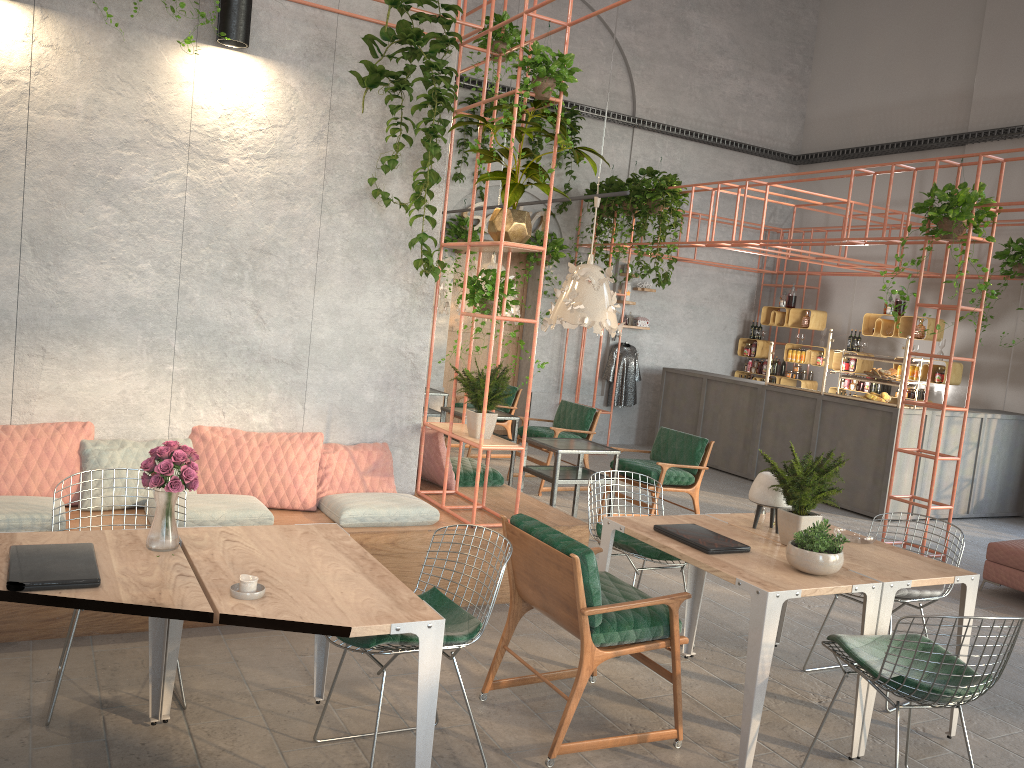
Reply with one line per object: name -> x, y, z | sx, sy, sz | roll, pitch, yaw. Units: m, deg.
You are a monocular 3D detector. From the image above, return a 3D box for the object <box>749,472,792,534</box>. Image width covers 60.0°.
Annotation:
object -> 1.387, 0.636, 4.748 | 0.241, 0.313, 0.241 | 7, 5, 16

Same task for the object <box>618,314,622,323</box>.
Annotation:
object -> 1.596, -0.952, 13.004 | 0.055, 0.164, 0.092 | 5, 5, -10

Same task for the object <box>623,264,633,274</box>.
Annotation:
object -> 1.699, -1.681, 12.928 | 0.133, 0.145, 0.133 | 8, 5, 23

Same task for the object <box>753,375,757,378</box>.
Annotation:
object -> 3.835, -0.019, 14.020 | 0.074, 0.243, 0.254 | 6, 5, 2

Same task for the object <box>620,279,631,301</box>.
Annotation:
object -> 1.669, -1.381, 12.964 | 0.136, 0.336, 0.145 | 5, 5, -15

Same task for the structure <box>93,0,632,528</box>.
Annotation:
structure -> -1.607, -1.095, 4.910 | 4.501, 4.345, 14.096 | 3, 6, -30

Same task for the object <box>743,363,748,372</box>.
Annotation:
object -> 3.693, -0.258, 13.989 | 0.073, 0.131, 0.073 | 6, 5, -4

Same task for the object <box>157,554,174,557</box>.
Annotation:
object -> -1.107, 0.582, 2.639 | 0.248, 0.247, 0.254 | 3, 6, -29

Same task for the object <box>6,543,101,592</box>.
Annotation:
object -> -1.549, 0.613, 2.995 | 0.268, 0.031, 0.427 | 3, 6, -29

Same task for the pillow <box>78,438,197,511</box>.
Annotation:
pillow -> -2.189, 0.527, 5.221 | 0.666, 0.385, 0.289 | 3, 6, -33

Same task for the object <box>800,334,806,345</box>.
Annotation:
object -> 4.266, -0.657, 13.026 | 0.083, 0.159, 0.083 | 4, 5, -19

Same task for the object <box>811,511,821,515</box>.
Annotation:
object -> 1.589, 0.745, 4.719 | 0.095, 0.119, 0.095 | 6, 5, -5

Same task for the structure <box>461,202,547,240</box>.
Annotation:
structure -> -0.096, -2.256, 11.996 | 1.312, 0.505, 0.063 | 3, 6, -29

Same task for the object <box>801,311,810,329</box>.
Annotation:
object -> 4.346, -0.947, 13.077 | 0.137, 0.261, 0.137 | 7, 5, 7

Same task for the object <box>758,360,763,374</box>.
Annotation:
object -> 3.851, -0.261, 13.700 | 0.073, 0.219, 0.105 | 4, 5, -22

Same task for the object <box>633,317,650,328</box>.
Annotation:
object -> 1.921, -0.919, 13.170 | 0.219, 0.149, 0.129 | 3, 6, -29

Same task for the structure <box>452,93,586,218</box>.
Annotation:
structure -> 0.046, -3.073, 11.833 | 1.939, 1.514, 0.856 | 3, 6, -35

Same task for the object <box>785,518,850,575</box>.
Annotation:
object -> 1.367, 0.725, 3.991 | 0.248, 0.247, 0.254 | 3, 6, -29

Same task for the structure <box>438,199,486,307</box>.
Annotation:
structure -> -0.809, -1.693, 11.755 | 0.921, 1.527, 0.950 | 6, 5, 5

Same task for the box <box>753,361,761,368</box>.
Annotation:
box -> 3.824, -0.305, 13.821 | 0.058, 0.093, 0.122 | 4, 5, -17

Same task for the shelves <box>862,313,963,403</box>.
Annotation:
shelves -> 5.025, 0.015, 11.750 | 0.328, 1.838, 1.750 | 3, 6, -29

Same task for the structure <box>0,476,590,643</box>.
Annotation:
structure -> -2.795, 0.711, 7.426 | 4.386, 0.500, 5.831 | 3, 6, -29

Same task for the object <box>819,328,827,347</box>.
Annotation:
object -> 4.504, -0.674, 12.852 | 0.075, 0.273, 0.075 | 9, 6, 27

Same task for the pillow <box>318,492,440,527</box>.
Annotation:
pillow -> -0.832, 0.783, 5.528 | 0.637, 0.149, 0.491 | 3, 6, -28

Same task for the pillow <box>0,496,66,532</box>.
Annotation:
pillow -> -2.642, 0.678, 4.539 | 0.637, 0.149, 0.491 | 3, 6, -28

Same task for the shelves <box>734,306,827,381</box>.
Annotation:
shelves -> 4.122, -0.226, 13.427 | 0.328, 1.838, 1.750 | 3, 6, -29

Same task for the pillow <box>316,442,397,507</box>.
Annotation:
pillow -> -1.065, 0.592, 5.835 | 0.666, 0.385, 0.289 | 3, 6, -33

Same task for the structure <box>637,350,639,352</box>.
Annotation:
structure -> 1.866, -0.507, 13.278 | 0.066, 0.044, 0.019 | 3, 6, -29

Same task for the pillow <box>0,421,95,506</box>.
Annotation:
pillow -> -2.757, 0.444, 4.927 | 0.839, 0.474, 0.276 | 2, 6, -38

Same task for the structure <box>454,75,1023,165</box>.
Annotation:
structure -> 1.522, -3.029, 4.169 | 15.603, 0.110, 15.203 | 3, 6, -29

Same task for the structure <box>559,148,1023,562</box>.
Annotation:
structure -> 5.699, 0.040, 7.183 | 4.157, 4.247, 14.689 | 3, 6, -29

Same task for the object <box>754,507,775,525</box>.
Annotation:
object -> 1.459, 0.703, 4.888 | 0.165, 0.154, 0.210 | 2, 6, -39

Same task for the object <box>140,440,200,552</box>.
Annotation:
object -> -1.290, 0.418, 3.334 | 0.213, 0.414, 0.225 | 2, 6, -36

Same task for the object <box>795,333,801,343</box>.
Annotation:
object -> 4.223, -0.669, 13.106 | 0.083, 0.159, 0.083 | 4, 5, -19

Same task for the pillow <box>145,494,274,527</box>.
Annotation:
pillow -> -1.723, 0.731, 5.041 | 0.637, 0.149, 0.491 | 3, 6, -28

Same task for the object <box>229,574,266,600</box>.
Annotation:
object -> -0.879, 0.668, 2.953 | 0.115, 0.078, 0.115 | 4, 5, -23

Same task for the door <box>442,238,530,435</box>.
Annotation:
door -> -0.585, -0.672, 12.784 | 1.360, 2.729, 0.551 | 3, 6, -29

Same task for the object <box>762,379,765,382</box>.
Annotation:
object -> 3.872, 0.030, 13.643 | 0.094, 0.219, 0.094 | 6, 5, 4

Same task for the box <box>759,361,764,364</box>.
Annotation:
box -> 3.894, -0.300, 13.853 | 0.058, 0.093, 0.122 | 3, 6, -29

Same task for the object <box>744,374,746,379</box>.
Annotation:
object -> 3.678, -0.036, 14.032 | 0.074, 0.243, 0.072 | 6, 5, 3

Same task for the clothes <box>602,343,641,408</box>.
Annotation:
clothes -> 1.651, -0.108, 13.124 | 0.366, 0.997, 0.625 | 10, 7, 41

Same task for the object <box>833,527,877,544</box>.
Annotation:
object -> 1.826, 0.809, 4.725 | 0.218, 0.041, 0.218 | 4, 5, -20

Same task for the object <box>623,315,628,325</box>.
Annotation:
object -> 1.663, -0.940, 13.018 | 0.063, 0.151, 0.063 | 1, 7, -42

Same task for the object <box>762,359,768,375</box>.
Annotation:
object -> 3.908, -0.262, 13.607 | 0.072, 0.248, 0.094 | 3, 6, -29

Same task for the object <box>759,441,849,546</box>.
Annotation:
object -> 1.449, 0.553, 4.416 | 0.438, 0.527, 0.368 | 3, 6, -29

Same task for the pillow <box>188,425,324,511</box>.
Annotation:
pillow -> -1.614, 0.514, 5.503 | 0.839, 0.474, 0.276 | 5, 5, -8

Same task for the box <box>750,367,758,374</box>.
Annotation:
box -> 3.780, -0.214, 13.807 | 0.058, 0.093, 0.122 | 3, 6, -29

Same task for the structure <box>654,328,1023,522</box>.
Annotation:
structure -> 4.265, 0.296, 11.833 | 2.579, 2.022, 4.057 | 3, 6, -29

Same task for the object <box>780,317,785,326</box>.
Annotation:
object -> 4.107, -0.940, 13.384 | 0.123, 0.142, 0.141 | 3, 6, -29

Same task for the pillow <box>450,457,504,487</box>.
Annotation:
pillow -> -0.408, 0.697, 7.027 | 0.491, 0.149, 0.637 | 3, 6, -28

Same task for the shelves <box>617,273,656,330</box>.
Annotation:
shelves -> 1.821, -1.210, 13.056 | 0.560, 0.790, 0.186 | 3, 6, -28

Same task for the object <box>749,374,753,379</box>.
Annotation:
object -> 3.785, -0.030, 14.092 | 0.074, 0.243, 0.254 | 6, 5, 2

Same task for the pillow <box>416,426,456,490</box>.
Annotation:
pillow -> -0.708, 0.506, 6.714 | 0.276, 0.474, 0.839 | 2, 6, -38

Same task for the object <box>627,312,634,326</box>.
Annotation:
object -> 1.736, -0.963, 13.064 | 0.081, 0.204, 0.081 | 3, 6, -28

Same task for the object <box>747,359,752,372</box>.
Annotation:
object -> 3.728, -0.287, 13.905 | 0.070, 0.209, 0.070 | 2, 6, -38

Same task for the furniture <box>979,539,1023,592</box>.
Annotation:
furniture -> 4.444, 1.537, 6.983 | 0.941, 0.446, 0.976 | 3, 6, -29

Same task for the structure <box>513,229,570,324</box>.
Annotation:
structure -> 0.327, -1.612, 12.427 | 0.950, 1.527, 0.921 | 3, 6, -30
